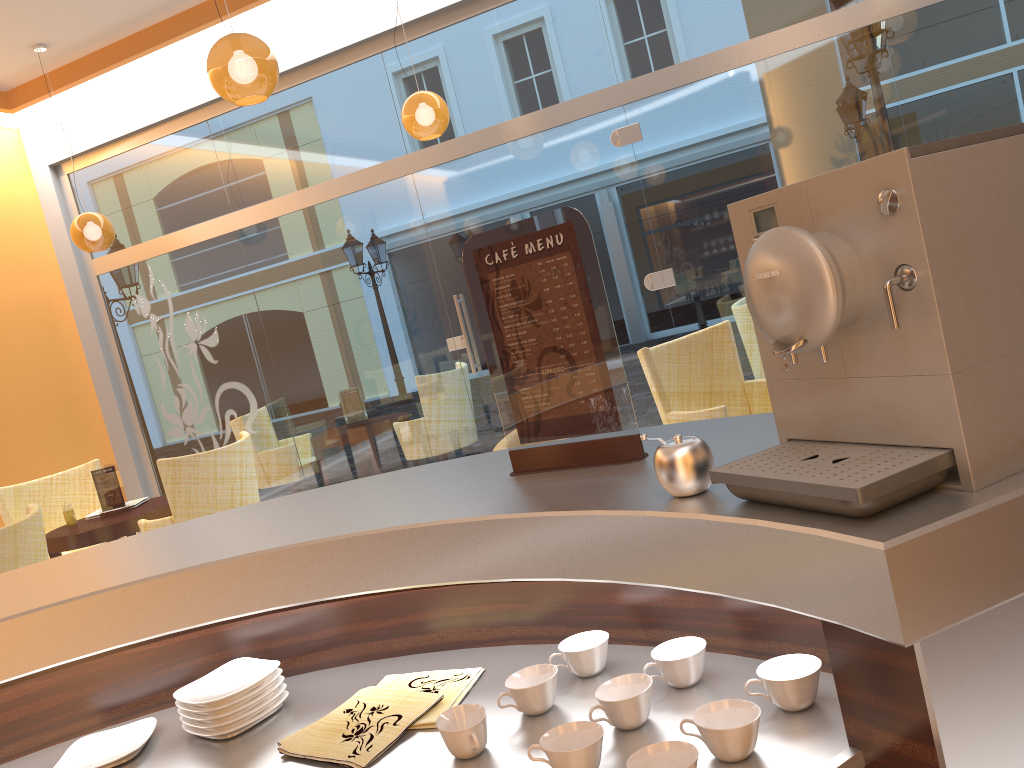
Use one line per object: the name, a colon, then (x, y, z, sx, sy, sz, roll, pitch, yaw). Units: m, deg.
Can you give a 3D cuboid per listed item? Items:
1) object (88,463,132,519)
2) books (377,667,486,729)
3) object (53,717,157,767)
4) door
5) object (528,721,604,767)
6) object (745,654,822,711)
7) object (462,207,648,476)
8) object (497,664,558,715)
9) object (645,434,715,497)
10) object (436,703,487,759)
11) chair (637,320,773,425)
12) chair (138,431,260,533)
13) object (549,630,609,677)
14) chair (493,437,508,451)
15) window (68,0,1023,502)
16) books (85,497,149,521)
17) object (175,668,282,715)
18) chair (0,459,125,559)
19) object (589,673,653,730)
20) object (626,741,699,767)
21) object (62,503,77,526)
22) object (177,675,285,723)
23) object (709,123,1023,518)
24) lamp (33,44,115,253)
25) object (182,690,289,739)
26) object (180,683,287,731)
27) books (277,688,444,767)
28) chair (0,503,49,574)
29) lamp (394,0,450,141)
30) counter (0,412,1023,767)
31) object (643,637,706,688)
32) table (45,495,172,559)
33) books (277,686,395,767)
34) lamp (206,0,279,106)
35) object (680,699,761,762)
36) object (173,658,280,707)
object: (-2.628, 0.692, 5.779, 0.209, 0.335, 0.042, -14, 5, 5)
books: (-0.159, 0.495, 1.398, 0.193, 0.009, 0.189, -12, 5, 21)
object: (-0.677, 0.611, 1.480, 0.153, 0.020, 0.153, -15, 5, -7)
door: (0.306, -0.512, 6.386, 1.640, 2.499, 0.020, -12, 5, 22)
object: (0.073, 0.446, 1.062, 0.086, 0.050, 0.073, -16, 5, -23)
object: (0.345, 0.375, 1.098, 0.086, 0.050, 0.073, -18, 6, -35)
object: (0.058, -0.064, 1.463, 0.258, 0.414, 0.052, -10, 6, 36)
object: (0.031, 0.439, 1.256, 0.073, 0.050, 0.086, -11, 6, 28)
object: (0.218, 0.101, 1.124, 0.075, 0.077, 0.075, -15, 5, -9)
object: (-0.058, 0.468, 1.185, 0.086, 0.050, 0.073, -11, 6, 33)
chair: (1.115, 0.217, 4.578, 0.729, 1.017, 0.685, -18, 6, -36)
chair: (-1.852, 0.879, 5.442, 0.685, 1.017, 0.729, -12, 6, 25)
object: (0.110, 0.412, 1.335, 0.073, 0.050, 0.086, -9, 7, 43)
chair: (0.387, 0.569, 2.685, 0.685, 1.017, 0.729, -14, 5, 0)
window: (0.186, -0.995, 6.342, 8.200, 3.380, 0.040, -12, 5, 22)
books: (-2.669, 0.841, 6.008, 0.339, 0.028, 0.273, -14, 5, -3)
object: (-0.474, 0.517, 1.493, 0.153, 0.020, 0.153, -10, 6, 39)
chair: (-3.159, 1.124, 6.332, 0.729, 1.017, 0.685, -18, 6, -36)
object: (0.149, 0.419, 1.152, 0.073, 0.050, 0.086, -11, 6, 27)
object: (0.166, 0.432, 0.964, 0.086, 0.050, 0.073, -18, 6, -35)
object: (-2.897, 0.854, 5.803, 0.067, 0.148, 0.067, -9, 7, 46)
object: (-0.470, 0.530, 1.494, 0.153, 0.020, 0.153, -10, 6, 39)
object: (0.411, -0.072, 0.998, 0.373, 0.340, 0.270, -16, 5, -23)
lamp: (-3.225, -1.707, 6.453, 0.299, 1.500, 0.299, -12, 5, 22)
object: (-0.464, 0.556, 1.496, 0.153, 0.020, 0.153, -10, 6, 39)
object: (-0.467, 0.543, 1.495, 0.153, 0.020, 0.153, -10, 6, 39)
books: (-0.226, 0.514, 1.337, 0.185, 0.016, 0.188, -10, 6, 37)
chair: (-2.388, 1.142, 4.001, 0.685, 1.017, 0.729, -12, 5, 19)
lamp: (-0.683, -2.246, 5.410, 0.299, 1.500, 0.299, -14, 5, -4)
counter: (-0.668, 0.928, 1.155, 2.917, 1.100, 1.586, -16, 5, -23)
object: (0.234, 0.391, 1.228, 0.073, 0.050, 0.086, -10, 6, 37)
table: (-2.505, 1.182, 5.823, 0.874, 0.679, 0.872, -16, 5, -21)
books: (-0.232, 0.516, 1.352, 0.187, 0.011, 0.189, -10, 7, 42)
lamp: (-1.301, -1.942, 3.747, 0.299, 1.500, 0.299, -11, 6, 33)
object: (0.248, 0.406, 1.025, 0.086, 0.050, 0.073, -15, 5, -10)
object: (-0.477, 0.504, 1.491, 0.153, 0.020, 0.153, -10, 6, 39)
